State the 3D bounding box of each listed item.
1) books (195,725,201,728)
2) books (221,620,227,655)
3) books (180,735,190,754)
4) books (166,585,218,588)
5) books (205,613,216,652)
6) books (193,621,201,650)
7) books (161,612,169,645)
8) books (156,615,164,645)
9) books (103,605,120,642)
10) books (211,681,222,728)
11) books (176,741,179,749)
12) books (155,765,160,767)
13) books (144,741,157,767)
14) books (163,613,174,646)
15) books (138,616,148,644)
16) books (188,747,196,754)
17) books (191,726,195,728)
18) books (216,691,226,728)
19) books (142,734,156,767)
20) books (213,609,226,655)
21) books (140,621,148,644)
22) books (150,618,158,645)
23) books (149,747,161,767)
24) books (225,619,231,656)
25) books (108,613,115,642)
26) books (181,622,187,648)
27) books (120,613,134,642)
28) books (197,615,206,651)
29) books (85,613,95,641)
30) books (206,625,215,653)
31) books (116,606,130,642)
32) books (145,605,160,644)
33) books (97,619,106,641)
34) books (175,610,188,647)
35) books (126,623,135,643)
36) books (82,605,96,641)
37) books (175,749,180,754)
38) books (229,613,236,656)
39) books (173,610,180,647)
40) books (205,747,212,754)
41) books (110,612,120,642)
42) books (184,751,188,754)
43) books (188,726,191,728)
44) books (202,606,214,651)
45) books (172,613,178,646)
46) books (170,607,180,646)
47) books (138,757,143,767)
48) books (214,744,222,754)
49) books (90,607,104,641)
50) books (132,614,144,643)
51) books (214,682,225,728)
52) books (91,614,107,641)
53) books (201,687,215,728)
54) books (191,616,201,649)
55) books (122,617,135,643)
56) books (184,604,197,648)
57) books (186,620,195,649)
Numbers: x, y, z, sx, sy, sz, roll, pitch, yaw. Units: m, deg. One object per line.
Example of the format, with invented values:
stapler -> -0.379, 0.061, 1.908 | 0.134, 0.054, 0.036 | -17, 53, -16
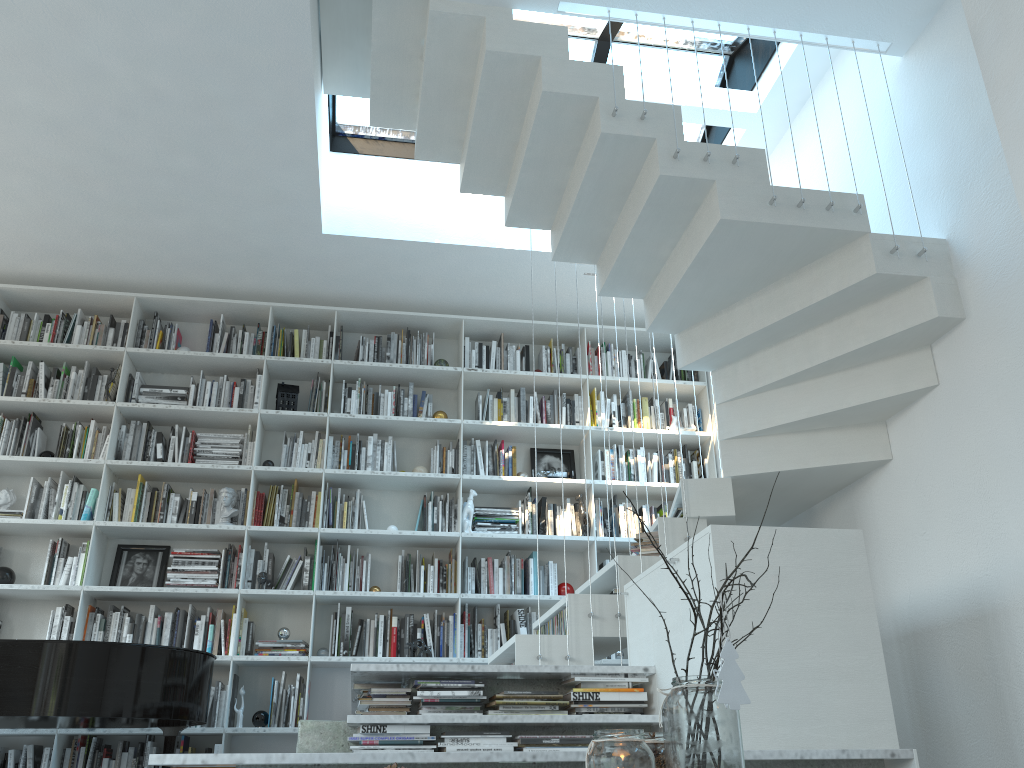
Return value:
books -> -1.715, 1.787, 4.907 | 0.024, 0.231, 0.147 | 3, -24, -9
books -> -1.652, 1.477, 5.100 | 0.042, 0.211, 0.170 | 3, -24, -9
books -> -1.788, 2.079, 4.808 | 0.013, 0.315, 0.187 | 3, -24, -9
books -> -1.865, 1.203, 5.191 | 0.285, 0.012, 0.160 | 5, -25, -13
books -> -1.743, 1.461, 5.116 | 0.014, 0.255, 0.145 | 3, -24, -9
books -> -1.795, 1.474, 5.080 | 0.023, 0.203, 0.168 | 3, -24, -9
books -> -1.981, 1.451, 5.085 | 0.025, 0.253, 0.137 | 3, -24, -9
books -> -2.006, 1.451, 5.064 | 0.031, 0.236, 0.159 | 3, -24, -9
books -> -2.286, 1.417, 5.045 | 0.027, 0.289, 0.141 | 3, -24, -9
books -> -1.641, 1.787, 4.929 | 0.022, 0.248, 0.130 | 3, -24, -9
books -> -1.844, 2.089, 4.800 | 0.011, 0.291, 0.185 | 3, -24, -9
books -> -1.912, 2.133, 4.797 | 0.040, 0.211, 0.130 | 3, -24, -9
books -> -1.959, 2.085, 4.782 | 0.014, 0.287, 0.185 | 3, -24, -9
books -> -1.952, 1.446, 5.063 | 0.026, 0.244, 0.192 | 3, -24, -9
books -> -2.100, 1.448, 5.046 | 0.013, 0.229, 0.139 | 3, -24, -9
books -> -1.750, 2.111, 4.810 | 0.011, 0.257, 0.172 | 3, -24, -9
books -> -1.745, 1.810, 4.897 | 0.036, 0.182, 0.146 | 3, -24, -9
books -> -1.605, 1.811, 4.920 | 0.027, 0.195, 0.147 | 3, -24, -9
books -> -1.972, 2.062, 4.788 | 0.014, 0.334, 0.183 | 3, -24, -9
books -> -1.688, 1.452, 5.116 | 0.026, 0.271, 0.176 | 3, -24, -9
books -> -2.080, 1.459, 5.031 | 0.023, 0.195, 0.166 | 3, -24, -9
books -> -2.034, 1.460, 5.063 | 0.025, 0.219, 0.141 | 3, -24, -9
books -> -1.942, 2.105, 4.794 | 0.024, 0.261, 0.132 | 3, -24, -9
books -> -1.626, 1.477, 5.106 | 0.011, 0.215, 0.167 | 3, -24, -9
books -> -2.260, 1.436, 5.036 | 0.024, 0.246, 0.132 | 3, -24, -9
books -> -1.869, 1.476, 5.081 | 0.021, 0.202, 0.129 | 3, -24, -9
books -> -2.198, 1.440, 5.042 | 0.021, 0.243, 0.142 | 3, -24, -9
books -> -1.772, 1.461, 5.090 | 0.023, 0.233, 0.175 | 3, -24, -9
books -> -2.373, 1.429, 5.012 | 0.029, 0.243, 0.154 | 3, -24, -9
books -> -1.720, 1.486, 5.083 | 0.023, 0.182, 0.169 | 3, -24, -9
books -> -2.212, 1.414, 5.030 | 0.013, 0.281, 0.167 | 3, -24, -9
books -> -2.058, 1.423, 5.065 | 0.026, 0.290, 0.152 | 3, -24, -9
books -> -2.308, 1.446, 5.010 | 0.024, 0.207, 0.170 | 3, -24, -9
books -> -1.891, 1.440, 5.076 | 0.028, 0.263, 0.162 | 3, -24, -9
books -> -2.146, 1.459, 5.014 | 0.029, 0.183, 0.175 | 3, -24, -9
books -> -2.394, 1.410, 5.020 | 0.012, 0.284, 0.160 | 3, -24, -9
books -> -1.815, 2.106, 4.786 | 0.044, 0.250, 0.187 | 3, -24, -9
books -> -1.593, 1.463, 5.112 | 0.033, 0.245, 0.177 | 3, -24, -9
books -> -1.910, 1.443, 5.079 | 0.010, 0.260, 0.182 | 3, -24, -9
books -> -1.666, 2.118, 4.825 | 0.013, 0.255, 0.177 | 3, -24, -9
books -> -2.232, 1.431, 5.023 | 0.027, 0.244, 0.180 | 3, -24, -9
books -> -1.771, 2.125, 4.817 | 0.028, 0.237, 0.141 | 3, -24, -9
books -> -1.771, 1.773, 4.888 | 0.022, 0.243, 0.181 | 3, -24, -9
books -> -1.756, 1.440, 5.115 | 0.014, 0.292, 0.138 | 3, -24, -9
books -> -1.923, 1.452, 5.085 | 0.011, 0.250, 0.159 | 3, -24, -9
books -> -1.936, 1.438, 5.096 | 0.014, 0.285, 0.135 | 3, -24, -9
books -> -1.991, 2.121, 4.770 | 0.022, 0.212, 0.168 | 3, -24, -9
books -> -1.580, 2.092, 4.783 | 0.038, 0.268, 0.278 | 3, -24, -9
books -> -2.353, 1.412, 5.015 | 0.011, 0.274, 0.146 | 3, -24, -9
books -> -2.119, 1.439, 5.035 | 0.029, 0.236, 0.166 | 3, -24, -9
books -> -1.623, 1.790, 4.923 | 0.010, 0.237, 0.168 | 3, -24, -9
books -> -2.332, 1.428, 5.000 | 0.027, 0.233, 0.168 | 3, -24, -9
books -> -1.679, 1.802, 4.927 | 0.053, 0.219, 0.132 | 3, -24, -9
books -> -1.815, 1.463, 5.094 | 0.014, 0.234, 0.155 | 3, -24, -9
books -> -2.173, 1.444, 5.020 | 0.023, 0.216, 0.175 | 3, -24, -9
books -> -1.851, 1.430, 5.093 | 0.012, 0.295, 0.178 | 3, -24, -9
books -> -1.832, 1.471, 5.076 | 0.024, 0.206, 0.184 | 3, -24, -9
